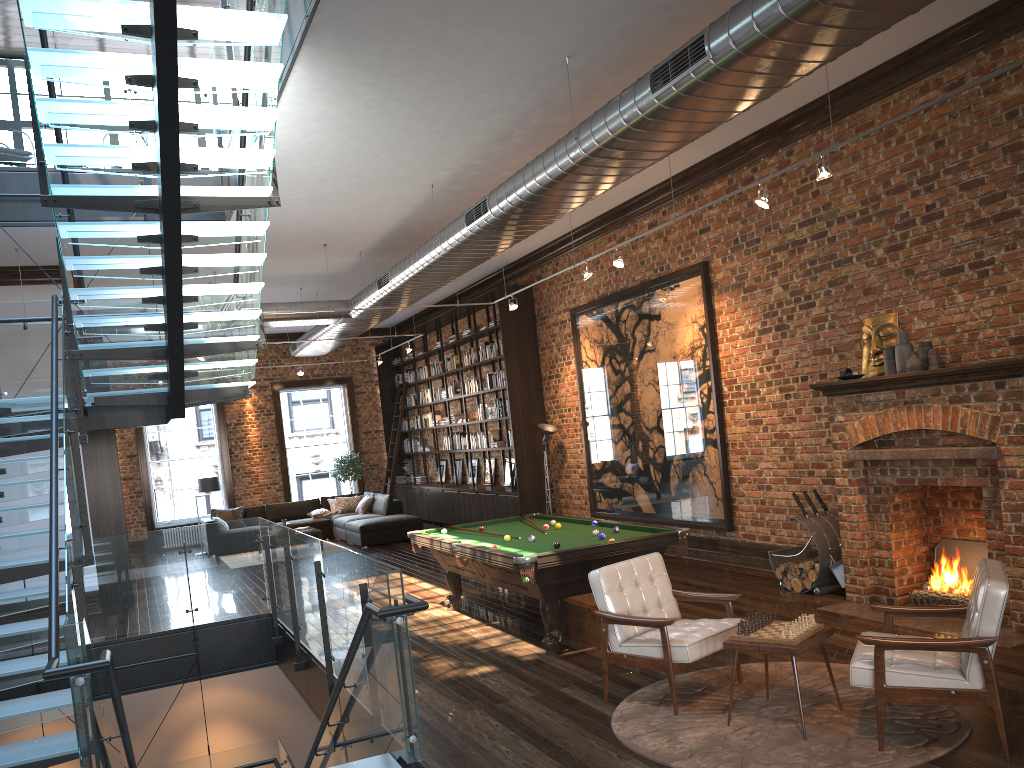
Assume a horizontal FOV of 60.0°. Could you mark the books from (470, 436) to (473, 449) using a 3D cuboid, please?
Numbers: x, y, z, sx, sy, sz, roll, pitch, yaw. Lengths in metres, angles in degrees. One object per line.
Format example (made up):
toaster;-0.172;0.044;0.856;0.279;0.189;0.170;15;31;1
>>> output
books;-0.684;1.089;16.590;0.167;0.235;0.032;-6;2;-23

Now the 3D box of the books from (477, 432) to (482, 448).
books;-0.546;1.031;16.292;0.151;0.292;0.031;-6;2;-23

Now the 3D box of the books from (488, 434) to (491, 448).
books;-0.342;1.007;15.781;0.175;0.247;0.039;-6;2;-23

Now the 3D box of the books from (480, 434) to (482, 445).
books;-0.478;1.031;16.131;0.180;0.262;0.012;-6;2;-23

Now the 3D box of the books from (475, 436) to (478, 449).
books;-0.583;1.065;16.358;0.165;0.238;0.034;-6;2;-23

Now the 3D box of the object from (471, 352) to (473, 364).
object;-0.656;-0.490;16.081;0.155;0.290;0.007;-6;2;-23

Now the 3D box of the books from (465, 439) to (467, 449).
books;-0.817;1.143;16.939;0.148;0.182;0.026;-6;2;-23

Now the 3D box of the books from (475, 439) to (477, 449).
books;-0.600;1.095;16.388;0.174;0.184;0.034;-6;2;-23

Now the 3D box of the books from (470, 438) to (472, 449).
books;-0.719;1.116;16.711;0.158;0.201;0.028;-6;2;-23

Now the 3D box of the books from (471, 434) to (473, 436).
books;-0.686;1.070;16.615;0.145;0.276;0.013;-6;2;-23

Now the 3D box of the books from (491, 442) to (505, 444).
books;-0.242;1.025;15.474;0.159;0.012;0.339;-5;-3;-20

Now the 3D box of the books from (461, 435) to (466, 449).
books;-0.889;1.118;17.072;0.171;0.259;0.013;-6;2;-23

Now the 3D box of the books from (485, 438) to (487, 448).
books;-0.396;1.051;15.923;0.168;0.183;0.027;-6;2;-23

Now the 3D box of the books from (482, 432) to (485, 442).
books;-0.454;1.007;16.065;0.177;0.297;0.014;-6;2;-23

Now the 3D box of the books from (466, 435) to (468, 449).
books;-0.781;1.093;16.824;0.158;0.270;0.032;-6;2;-23

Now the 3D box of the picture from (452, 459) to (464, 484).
picture;-1.086;1.757;17.801;0.112;0.499;0.509;-7;0;-24

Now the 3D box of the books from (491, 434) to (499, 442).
books;-0.293;1.008;15.737;0.140;0.229;0.032;-6;2;-23

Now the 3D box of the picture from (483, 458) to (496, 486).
picture;-0.406;1.606;16.226;0.112;0.499;0.509;-7;0;-24

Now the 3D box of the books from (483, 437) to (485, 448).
books;-0.427;1.048;16.005;0.166;0.205;0.028;-6;2;-23

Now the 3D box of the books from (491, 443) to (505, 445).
books;-0.237;1.049;15.475;0.160;0.012;0.304;-5;-3;-19

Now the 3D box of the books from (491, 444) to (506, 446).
books;-0.240;1.062;15.475;0.159;0.012;0.339;-5;-3;-21

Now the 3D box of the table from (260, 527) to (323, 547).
table;-4.002;2.849;15.967;0.997;0.346;1.004;-5;-3;-24

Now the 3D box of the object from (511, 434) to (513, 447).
object;0.082;0.907;14.788;0.188;0.257;0.017;-6;2;-23

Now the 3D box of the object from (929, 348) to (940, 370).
object;3.315;-0.195;6.968;0.082;0.179;0.081;-6;1;19

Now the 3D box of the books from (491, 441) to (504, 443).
books;-0.249;1.014;15.472;0.161;0.012;0.306;-5;-3;-16

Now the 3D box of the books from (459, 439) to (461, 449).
books;-0.931;1.130;17.138;0.186;0.252;0.050;-6;2;-23

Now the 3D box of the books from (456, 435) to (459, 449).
books;-0.987;1.125;17.291;0.184;0.289;0.016;-6;2;-23

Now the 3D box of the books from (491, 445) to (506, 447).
books;-0.233;1.086;15.477;0.159;0.012;0.340;-5;-3;-19

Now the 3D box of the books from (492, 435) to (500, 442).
books;-0.276;1.014;15.707;0.136;0.211;0.036;-6;2;-23

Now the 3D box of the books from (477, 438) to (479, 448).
books;-0.564;1.082;16.316;0.164;0.197;0.027;-6;2;-23

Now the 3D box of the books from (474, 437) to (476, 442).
books;-0.610;1.081;16.417;0.174;0.218;0.027;-6;2;-23

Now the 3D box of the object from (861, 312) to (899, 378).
object;3.154;-0.322;7.661;0.124;0.537;0.410;-7;1;-24

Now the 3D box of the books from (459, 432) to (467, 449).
books;-0.918;1.094;17.109;0.186;0.318;0.015;-6;2;-23

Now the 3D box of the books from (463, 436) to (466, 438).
books;-0.848;1.111;16.984;0.176;0.257;0.014;-6;2;-23

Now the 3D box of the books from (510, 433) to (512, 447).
books;0.071;0.926;14.811;0.188;0.224;0.035;-6;2;-23

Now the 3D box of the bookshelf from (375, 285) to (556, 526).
bookshelf;-1.216;0.784;17.227;0.598;4.005;7.431;-7;-1;-24

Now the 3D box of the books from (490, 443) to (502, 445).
books;-0.249;1.038;15.472;0.160;0.012;0.299;-5;-3;-24

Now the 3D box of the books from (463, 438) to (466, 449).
books;-0.842;1.128;16.960;0.190;0.218;0.033;-6;2;-23

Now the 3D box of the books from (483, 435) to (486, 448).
books;-0.417;1.030;15.979;0.174;0.235;0.027;-6;2;-23

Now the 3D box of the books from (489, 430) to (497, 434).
books;-0.331;0.980;15.814;0.148;0.301;0.013;-6;2;-23

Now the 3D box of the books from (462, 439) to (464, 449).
books;-0.868;1.141;17.030;0.190;0.205;0.025;-6;2;-23

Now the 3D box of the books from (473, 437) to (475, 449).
books;-0.632;1.072;16.483;0.178;0.246;0.032;-6;2;-23

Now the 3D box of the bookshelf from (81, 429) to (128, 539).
bookshelf;-5.605;1.241;12.181;0.399;3.523;1.786;-7;1;-24

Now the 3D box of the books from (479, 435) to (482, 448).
books;-0.504;1.044;16.175;0.190;0.246;0.031;-6;2;-23

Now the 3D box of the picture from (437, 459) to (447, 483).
picture;-1.476;1.843;18.702;0.112;0.499;0.509;-7;0;-24

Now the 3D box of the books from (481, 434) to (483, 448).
books;-0.476;1.028;16.108;0.161;0.265;0.033;-6;2;-23

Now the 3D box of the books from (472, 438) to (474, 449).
books;-0.660;1.098;16.568;0.169;0.209;0.028;-6;2;-23

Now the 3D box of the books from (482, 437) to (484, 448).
books;-0.443;1.050;16.046;0.182;0.208;0.029;-6;2;-23

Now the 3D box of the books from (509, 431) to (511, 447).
books;0.038;0.912;14.902;0.171;0.267;0.037;-6;2;-23

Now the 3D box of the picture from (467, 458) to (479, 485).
picture;-0.752;1.683;17.027;0.112;0.499;0.509;-7;0;-24

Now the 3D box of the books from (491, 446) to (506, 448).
books;-0.236;1.098;15.476;0.159;0.012;0.339;-5;-3;-21

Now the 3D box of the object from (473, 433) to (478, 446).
object;-0.628;1.052;16.459;0.165;0.283;0.015;-6;2;-23

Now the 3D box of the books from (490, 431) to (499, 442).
books;-0.305;0.982;15.757;0.159;0.286;0.014;-6;2;-23

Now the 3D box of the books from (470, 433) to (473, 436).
books;-0.696;1.068;16.662;0.159;0.286;0.014;-6;2;-23

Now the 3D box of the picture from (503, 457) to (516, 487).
picture;-0.028;1.523;15.351;0.112;0.499;0.509;-7;0;-24

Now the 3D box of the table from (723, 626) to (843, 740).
table;1.515;1.649;4.985;0.465;0.495;0.514;-6;-1;41

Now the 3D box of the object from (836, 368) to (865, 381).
object;2.858;-0.084;7.484;0.237;0.105;0.237;-6;-2;-13

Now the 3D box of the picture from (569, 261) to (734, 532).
picture;1.649;0.286;11.275;0.080;3.006;3.210;-7;0;-24
